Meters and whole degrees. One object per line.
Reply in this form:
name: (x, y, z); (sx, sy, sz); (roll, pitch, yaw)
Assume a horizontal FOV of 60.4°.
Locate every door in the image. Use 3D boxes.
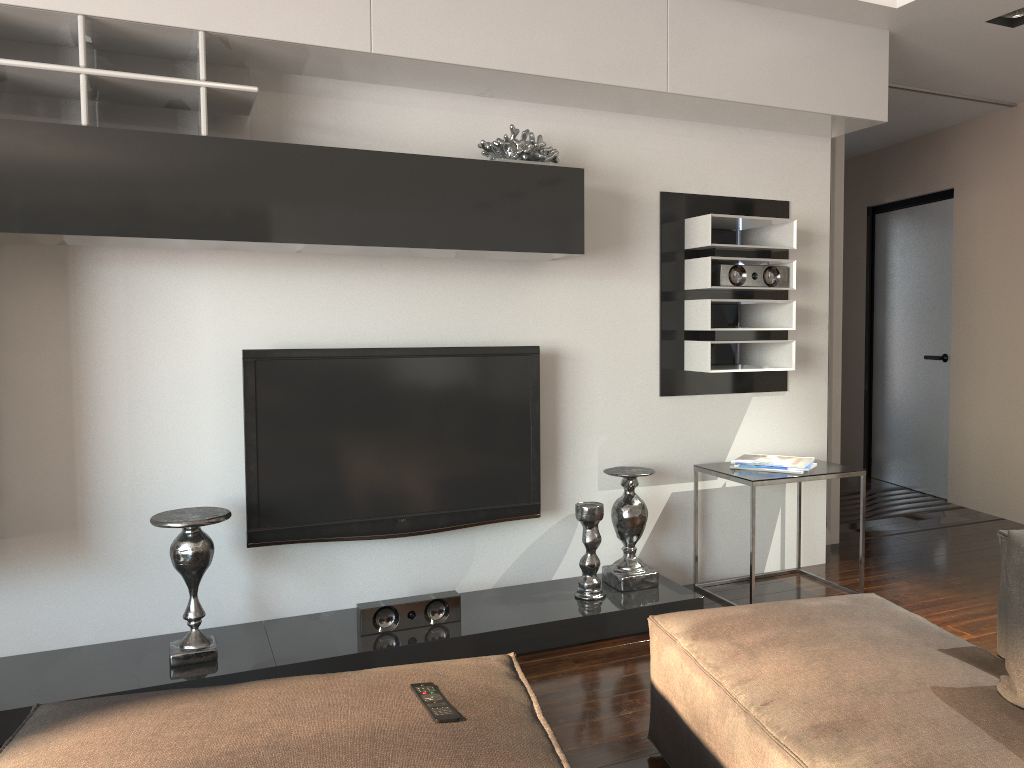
door: (2.892, -0.285, 6.344); (0.158, 2.092, 0.976); (-1, 3, -10)

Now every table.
table: (1.180, 0.648, 3.907); (0.626, 0.562, 0.432); (-2, 4, -24)

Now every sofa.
sofa: (0.458, 0.763, 1.154); (2.554, 0.703, 2.663); (-1, 4, -13)

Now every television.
television: (-0.429, 0.217, 3.347); (1.148, 0.714, 0.138); (-2, 4, -25)

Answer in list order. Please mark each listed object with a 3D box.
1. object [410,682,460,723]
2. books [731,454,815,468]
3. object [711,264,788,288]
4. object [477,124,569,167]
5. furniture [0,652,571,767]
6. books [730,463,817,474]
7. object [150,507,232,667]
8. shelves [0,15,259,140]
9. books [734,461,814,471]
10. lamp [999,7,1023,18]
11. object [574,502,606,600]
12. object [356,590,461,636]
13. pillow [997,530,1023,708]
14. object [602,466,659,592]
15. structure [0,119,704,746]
object: (-0.159, 0.648, 1.797); (0.053, 0.015, 0.199); (-2, 4, -21)
books: (1.159, 0.340, 3.900); (0.306, 0.011, 0.263); (2, 4, 26)
object: (1.058, -0.478, 3.908); (0.376, 0.094, 0.069); (-2, 4, -25)
object: (0.030, -0.901, 3.384); (0.336, 0.177, 0.310); (-2, 4, -23)
furniture: (-0.418, 0.866, 1.554); (1.128, 0.439, 1.065); (-1, 4, -13)
books: (1.157, 0.362, 3.887); (0.304, 0.011, 0.265); (2, 5, 31)
object: (-1.037, 0.655, 2.864); (0.251, 0.474, 0.228); (-2, 4, -31)
shelves: (-1.766, -0.274, 2.562); (2.004, 1.600, 0.363); (-2, 4, -25)
books: (1.163, 0.351, 3.894); (0.308, 0.011, 0.262); (1, 4, 21)
lamp: (2.162, -1.610, 3.763); (0.183, 0.077, 0.171); (-1, 4, -17)
object: (0.311, 0.662, 3.505); (0.129, 0.371, 0.117); (-2, 4, -29)
object: (-0.369, 0.823, 3.172); (0.376, 0.094, 0.069); (-2, 4, -25)
pillow: (1.006, 0.531, 0.839); (1.008, 0.430, 2.199); (2, 4, 30)
object: (0.489, 0.596, 3.670); (0.229, 0.481, 0.210); (-2, 4, -29)
structure: (-0.687, 0.096, 3.037); (3.008, 1.765, 0.460); (-2, 4, -25)
